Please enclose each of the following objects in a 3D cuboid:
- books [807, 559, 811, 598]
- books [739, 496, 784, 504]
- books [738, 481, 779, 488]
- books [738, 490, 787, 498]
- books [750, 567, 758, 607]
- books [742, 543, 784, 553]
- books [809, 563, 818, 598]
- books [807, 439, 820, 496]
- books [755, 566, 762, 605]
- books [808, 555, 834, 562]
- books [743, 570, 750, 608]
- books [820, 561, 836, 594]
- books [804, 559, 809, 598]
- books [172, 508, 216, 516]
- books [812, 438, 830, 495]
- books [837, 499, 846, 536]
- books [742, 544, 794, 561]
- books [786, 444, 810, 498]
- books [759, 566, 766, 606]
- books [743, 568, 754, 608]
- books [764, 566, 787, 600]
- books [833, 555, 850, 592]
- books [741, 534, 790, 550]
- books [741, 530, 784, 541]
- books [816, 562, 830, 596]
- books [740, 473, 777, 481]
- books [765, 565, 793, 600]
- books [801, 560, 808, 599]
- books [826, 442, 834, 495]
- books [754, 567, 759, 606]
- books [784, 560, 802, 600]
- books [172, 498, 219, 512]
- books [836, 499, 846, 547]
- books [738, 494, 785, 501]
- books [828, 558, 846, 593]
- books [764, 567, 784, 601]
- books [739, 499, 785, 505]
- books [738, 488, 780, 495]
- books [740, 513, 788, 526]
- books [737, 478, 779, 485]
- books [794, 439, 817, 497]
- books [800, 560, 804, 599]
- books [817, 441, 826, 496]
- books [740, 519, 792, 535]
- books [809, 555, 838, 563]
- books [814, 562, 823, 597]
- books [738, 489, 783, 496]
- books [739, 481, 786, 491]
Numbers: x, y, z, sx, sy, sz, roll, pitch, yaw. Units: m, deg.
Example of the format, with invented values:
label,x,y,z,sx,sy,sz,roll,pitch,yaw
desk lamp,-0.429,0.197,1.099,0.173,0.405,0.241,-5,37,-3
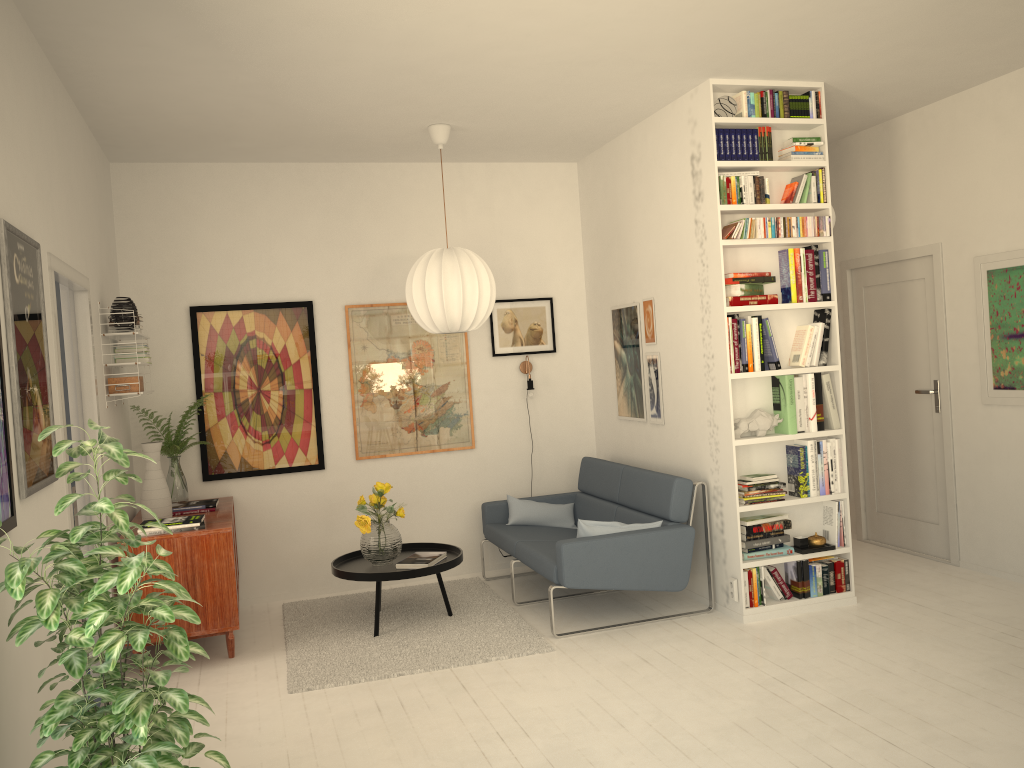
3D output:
label,x,y,z,sx,sy,sz,roll,pitch,yaw
books,1.601,1.068,4.971,0.015,0.214,0.202,-4,1,-17
books,1.339,0.626,4.869,0.247,0.014,0.173,-4,2,-18
books,1.325,0.544,4.877,0.221,0.010,0.169,-4,2,-14
books,1.361,0.599,4.912,0.255,0.014,0.197,-4,2,-7
books,1.285,1.097,4.862,0.020,0.211,0.185,-4,1,-17
books,1.351,0.891,4.906,0.241,0.024,0.168,-5,2,-22
books,1.629,1.084,4.988,0.044,0.179,0.224,-4,2,-17
books,1.649,0.463,5.003,0.027,0.311,0.228,-4,1,-17
books,1.312,1.091,4.885,0.021,0.215,0.174,-4,1,-17
books,1.708,0.974,4.981,0.165,0.006,0.103,-4,2,-17
books,1.229,1.109,4.853,0.039,0.199,0.185,-4,1,-17
books,1.746,1.079,5.033,0.050,0.170,0.221,-4,2,-17
books,1.589,1.069,4.961,0.015,0.214,0.202,-4,1,-17
books,-1.941,0.744,5.225,0.371,0.022,0.259,-4,2,-17
books,1.710,0.461,5.013,0.025,0.305,0.213,-4,1,-17
books,1.839,0.780,5.027,0.011,0.256,0.139,-4,1,-17
books,1.376,0.924,4.913,0.297,0.038,0.204,-4,2,-12
books,1.578,0.483,4.967,0.057,0.284,0.200,-4,1,-17
books,1.332,1.091,4.876,0.010,0.215,0.193,-4,1,-17
books,1.261,1.101,4.859,0.026,0.206,0.187,-4,1,-17
books,1.432,1.092,4.902,0.118,0.192,0.118,-4,1,-17
books,1.839,1.069,5.060,0.032,0.176,0.230,-4,2,-17
books,1.361,0.859,4.892,0.297,0.039,0.165,-5,2,-22
books,1.353,0.824,4.890,0.247,0.039,0.143,-5,2,-20
books,1.703,1.086,5.005,0.048,0.163,0.209,-4,2,-17
books,1.350,0.511,4.872,0.166,0.019,0.127,-5,2,-24
books,1.461,1.094,4.918,0.131,0.188,0.136,-4,1,-17
books,1.577,1.070,4.950,0.015,0.214,0.202,-4,1,-17
books,1.737,0.467,5.007,0.022,0.291,0.208,-4,1,-17
books,1.296,1.097,4.879,0.012,0.206,0.193,-4,1,-17
books,1.546,1.072,4.946,0.015,0.214,0.202,-4,1,-17
books,-1.931,0.722,5.234,0.368,0.020,0.255,-4,2,-15
books,1.827,0.780,5.032,0.007,0.257,0.181,-4,1,-17
books,1.347,0.613,4.880,0.248,0.009,0.171,-4,2,-14
books,1.802,1.071,5.029,0.056,0.180,0.202,-4,2,-17
books,1.401,1.091,4.900,0.135,0.200,0.134,-4,1,-17
books,1.344,0.638,4.874,0.247,0.009,0.170,-4,2,-14
books,1.336,0.581,4.866,0.238,0.012,0.120,-5,2,-22
books,1.364,0.742,4.910,0.297,0.024,0.162,-5,2,-26
books,1.334,0.530,4.889,0.212,0.017,0.165,-5,2,-20
books,1.619,0.465,4.992,0.037,0.311,0.241,-4,1,-17
books,1.559,1.071,4.958,0.015,0.214,0.202,-4,1,-17
books,1.691,0.468,4.974,0.035,0.304,0.150,-4,1,-17
books,1.367,0.779,4.896,0.285,0.047,0.185,-4,2,-17
books,1.716,0.982,5.002,0.193,0.012,0.130,-4,2,-17
books,1.665,1.082,4.993,0.032,0.176,0.222,-4,2,-17
books,1.347,0.589,4.888,0.250,0.008,0.135,-5,2,-21
books,1.365,0.559,4.897,0.235,0.025,0.163,-4,2,-11
